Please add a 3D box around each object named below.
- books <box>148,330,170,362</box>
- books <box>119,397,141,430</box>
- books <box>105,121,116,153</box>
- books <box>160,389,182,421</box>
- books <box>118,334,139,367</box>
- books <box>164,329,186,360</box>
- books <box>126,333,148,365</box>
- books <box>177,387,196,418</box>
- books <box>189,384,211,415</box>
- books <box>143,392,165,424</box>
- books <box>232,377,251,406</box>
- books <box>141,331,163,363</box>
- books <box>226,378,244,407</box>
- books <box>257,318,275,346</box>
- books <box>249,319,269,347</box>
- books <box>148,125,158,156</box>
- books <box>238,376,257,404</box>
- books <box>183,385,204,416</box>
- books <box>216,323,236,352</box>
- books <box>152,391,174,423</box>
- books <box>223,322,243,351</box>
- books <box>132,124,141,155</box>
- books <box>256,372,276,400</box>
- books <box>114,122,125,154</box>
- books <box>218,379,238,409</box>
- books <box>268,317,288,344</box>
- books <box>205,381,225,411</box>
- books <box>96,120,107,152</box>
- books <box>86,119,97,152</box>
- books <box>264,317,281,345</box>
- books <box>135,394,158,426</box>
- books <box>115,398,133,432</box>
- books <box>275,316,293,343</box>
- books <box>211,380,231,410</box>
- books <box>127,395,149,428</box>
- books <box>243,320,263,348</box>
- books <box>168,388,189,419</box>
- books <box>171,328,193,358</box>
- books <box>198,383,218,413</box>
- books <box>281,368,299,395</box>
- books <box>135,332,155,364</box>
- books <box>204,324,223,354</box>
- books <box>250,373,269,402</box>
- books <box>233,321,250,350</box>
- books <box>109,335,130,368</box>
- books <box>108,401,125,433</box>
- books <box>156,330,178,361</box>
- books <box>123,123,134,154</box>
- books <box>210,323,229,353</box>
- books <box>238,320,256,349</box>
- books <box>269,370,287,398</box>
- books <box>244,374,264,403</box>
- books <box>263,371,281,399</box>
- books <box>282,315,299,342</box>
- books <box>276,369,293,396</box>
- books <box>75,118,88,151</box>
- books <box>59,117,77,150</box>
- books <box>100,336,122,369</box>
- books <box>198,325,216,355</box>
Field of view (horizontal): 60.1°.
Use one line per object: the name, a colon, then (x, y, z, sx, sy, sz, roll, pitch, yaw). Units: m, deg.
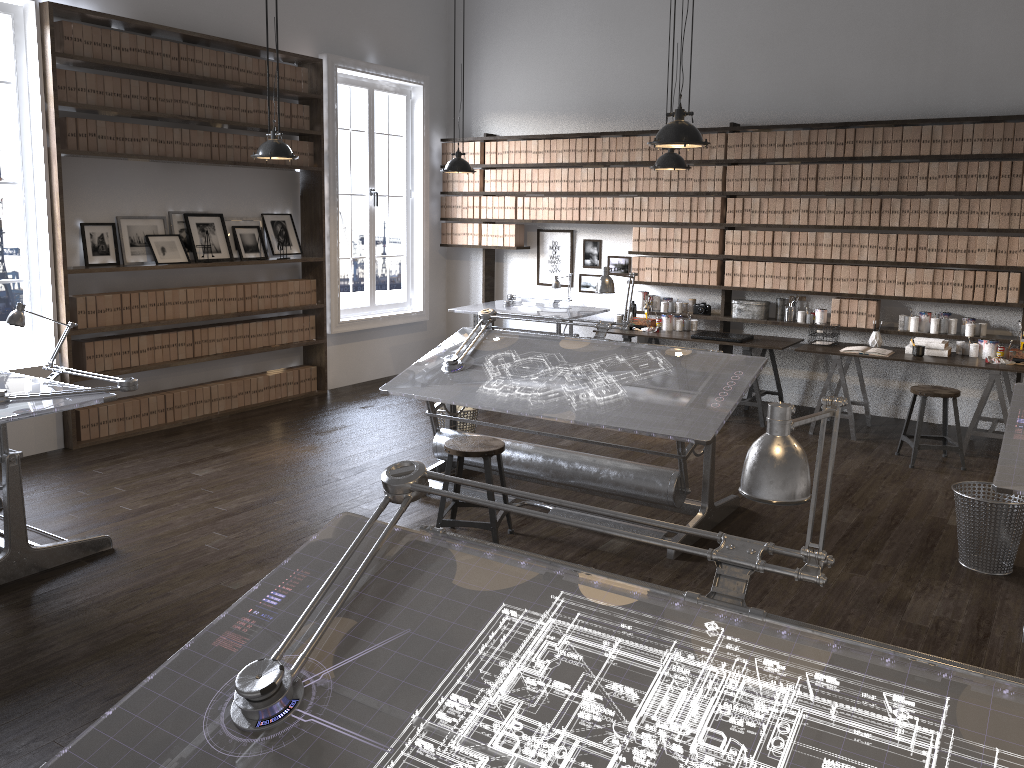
books: (-2.737, -0.293, 6.862, 0.175, 0.224, 0.067, 7, 10, 33)
books: (-2.894, 0.222, 6.701, 0.175, 0.224, 0.067, 7, 10, 32)
books: (-2.919, -1.760, 6.333, 0.175, 0.224, 0.067, 7, 10, 33)
books: (-2.698, 0.167, 7.002, 0.175, 0.224, 0.067, 7, 10, 33)
books: (-2.880, -0.252, 6.636, 0.175, 0.224, 0.067, 7, 10, 32)
books: (-2.657, -0.315, 6.978, 0.175, 0.224, 0.067, 7, 10, 32)
books: (-2.842, -0.263, 6.697, 0.175, 0.224, 0.067, 7, 10, 33)
books: (-2.622, 0.148, 7.106, 0.175, 0.224, 0.067, 7, 10, 33)
books: (-2.546, 0.126, 7.228, 0.175, 0.224, 0.067, 7, 10, 32)
books: (-2.779, 0.190, 6.878, 0.175, 0.224, 0.067, 7, 10, 33)
books: (-2.321, 0.062, 7.575, 0.175, 0.224, 0.067, 7, 10, 33)
books: (-2.769, -0.282, 6.803, 0.175, 0.224, 0.067, 7, 10, 32)
books: (-2.361, 0.072, 7.518, 0.175, 0.224, 0.067, 7, 10, 33)
books: (-2.159, -0.455, 7.745, 0.175, 0.224, 0.067, 7, 10, 32)
books: (-2.198, -0.445, 7.688, 0.175, 0.224, 0.067, 7, 10, 32)
books: (-2.730, -1.811, 6.614, 0.175, 0.224, 0.067, 7, 10, 32)
books: (-2.280, 0.052, 7.632, 0.175, 0.224, 0.067, 7, 10, 32)
books: (-2.582, 0.137, 7.166, 0.175, 0.224, 0.067, 7, 10, 32)
books: (-2.389, -0.391, 7.394, 0.175, 0.224, 0.067, 7, 10, 33)
books: (-2.733, 0.179, 6.938, 0.175, 0.224, 0.067, 7, 10, 32)
books: (-2.347, -0.402, 7.456, 0.175, 0.224, 0.067, 7, 10, 33)
books: (-2.807, -1.791, 6.503, 0.175, 0.224, 0.067, 7, 10, 33)
books: (-2.169, 0.021, 7.799, 0.175, 0.224, 0.067, 7, 10, 32)
books: (-2.881, -1.771, 6.392, 0.175, 0.224, 0.067, 7, 10, 33)
books: (-2.393, 0.084, 7.456, 0.175, 0.224, 0.067, 7, 10, 33)
books: (-2.079, -0.477, 7.863, 0.175, 0.224, 0.067, 7, 10, 32)
books: (-2.466, 0.103, 7.350, 0.175, 0.224, 0.067, 7, 10, 32)
books: (-2.954, -1.749, 6.272, 0.175, 0.224, 0.067, 7, 10, 32)
books: (-2.997, -1.738, 6.216, 0.175, 0.224, 0.067, 7, 10, 32)
books: (-2.117, -0.465, 7.802, 0.175, 0.224, 0.067, 7, 10, 33)
books: (-2.813, 0.201, 6.816, 0.175, 0.224, 0.067, 7, 10, 33)
books: (-2.926, 0.233, 6.641, 0.175, 0.224, 0.067, 7, 10, 33)
books: (-2.047, -0.487, 7.916, 0.175, 0.224, 0.067, 7, 10, 32)
books: (-2.433, 0.093, 7.403, 0.175, 0.224, 0.067, 7, 10, 32)
books: (-2.855, 0.211, 6.760, 0.175, 0.224, 0.067, 7, 10, 32)
books: (-2.233, -0.434, 7.628, 0.175, 0.224, 0.067, 7, 10, 33)
books: (-2.660, 0.157, 7.055, 0.175, 0.224, 0.067, 7, 10, 32)
books: (-2.622, -0.326, 7.040, 0.175, 0.224, 0.067, 7, 10, 32)
books: (-2.504, 0.114, 7.289, 0.175, 0.224, 0.067, 7, 10, 33)
books: (-2.022, -0.022, 8.036, 0.175, 0.224, 0.067, 7, 10, 32)
books: (-2.809, -0.273, 6.750, 0.175, 0.224, 0.067, 7, 10, 33)
books: (-2.463, -0.369, 7.277, 0.175, 0.224, 0.067, 7, 10, 32)
books: (-2.209, 0.031, 7.746, 0.175, 0.224, 0.067, 7, 10, 33)
books: (-2.309, -0.411, 7.506, 0.175, 0.224, 0.067, 7, 10, 32)
books: (-2.921, -0.242, 6.579, 0.175, 0.224, 0.067, 7, 10, 33)
books: (-2.966, 0.243, 6.588, 0.175, 0.224, 0.067, 7, 10, 32)
books: (-2.699, -0.304, 6.921, 0.175, 0.224, 0.067, 7, 10, 33)
books: (-2.839, -1.780, 6.445, 0.175, 0.224, 0.067, 7, 10, 32)
books: (-2.428, -0.380, 7.337, 0.175, 0.224, 0.067, 7, 10, 33)
books: (-2.270, -0.422, 7.566, 0.175, 0.224, 0.067, 7, 10, 33)
books: (-2.098, -0.001, 7.917, 0.175, 0.224, 0.067, 7, 10, 33)
books: (-2.242, 0.041, 7.693, 0.175, 0.224, 0.067, 7, 10, 33)
books: (-2.137, 0.010, 7.858, 0.175, 0.224, 0.067, 7, 10, 33)
books: (-2.006, -0.496, 7.969, 0.175, 0.224, 0.067, 7, 10, 33)
books: (-2.056, -0.011, 7.974, 0.175, 0.224, 0.067, 7, 10, 32)
books: (-3.033, -1.726, 6.150, 0.175, 0.224, 0.067, 7, 10, 33)
books: (-3.078, -1.716, 6.092, 0.175, 0.224, 0.067, 7, 10, 32)
books: (-2.961, -0.231, 6.522, 0.175, 0.224, 0.067, 7, 10, 33)
books: (-2.499, -0.358, 7.215, 0.175, 0.224, 0.067, 7, 10, 32)
